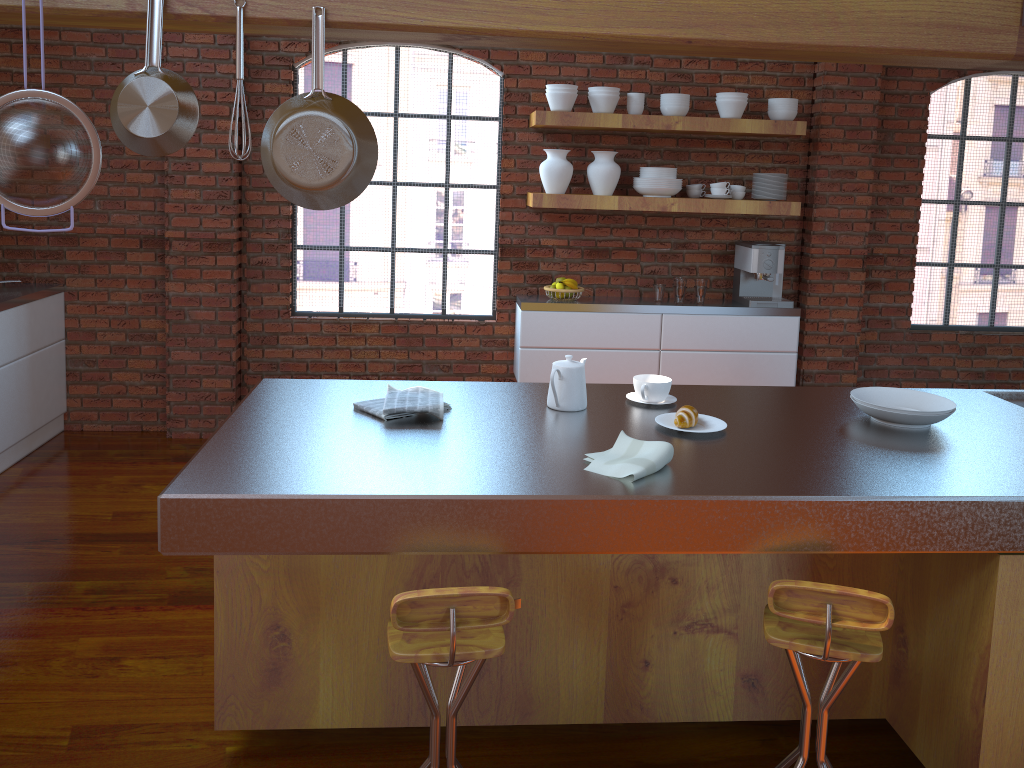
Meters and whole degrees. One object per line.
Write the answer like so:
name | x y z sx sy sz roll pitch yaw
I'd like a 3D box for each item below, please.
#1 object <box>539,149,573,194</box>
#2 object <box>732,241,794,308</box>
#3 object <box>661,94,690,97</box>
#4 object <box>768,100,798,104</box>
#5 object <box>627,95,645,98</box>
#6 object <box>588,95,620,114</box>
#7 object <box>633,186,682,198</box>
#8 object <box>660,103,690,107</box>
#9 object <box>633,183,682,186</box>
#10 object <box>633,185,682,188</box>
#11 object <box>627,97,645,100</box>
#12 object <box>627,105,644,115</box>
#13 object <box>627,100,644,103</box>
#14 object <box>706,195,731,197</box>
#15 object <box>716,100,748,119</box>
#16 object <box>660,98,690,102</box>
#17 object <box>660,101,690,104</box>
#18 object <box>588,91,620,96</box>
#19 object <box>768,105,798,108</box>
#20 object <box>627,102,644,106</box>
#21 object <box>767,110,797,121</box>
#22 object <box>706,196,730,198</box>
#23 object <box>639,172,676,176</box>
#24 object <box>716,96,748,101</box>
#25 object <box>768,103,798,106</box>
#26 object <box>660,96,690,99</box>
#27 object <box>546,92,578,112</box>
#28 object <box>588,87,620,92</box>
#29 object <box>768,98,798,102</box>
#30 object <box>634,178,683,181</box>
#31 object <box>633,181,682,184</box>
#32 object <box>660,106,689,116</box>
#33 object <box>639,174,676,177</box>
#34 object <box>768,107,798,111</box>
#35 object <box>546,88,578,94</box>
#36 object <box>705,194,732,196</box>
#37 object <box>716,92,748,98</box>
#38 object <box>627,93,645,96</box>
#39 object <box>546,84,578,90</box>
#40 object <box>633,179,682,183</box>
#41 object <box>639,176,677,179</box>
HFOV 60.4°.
object | 0.252 -1.211 5.026 0.194 0.246 0.194 8 11 34
object | 1.495 -0.652 5.188 0.270 0.364 0.386 1 10 -5
object | 0.931 -1.620 5.026 0.165 0.060 0.169 0 13 -10
object | 1.559 -1.594 5.067 0.167 0.060 0.167 10 15 33
object | 0.706 -1.614 5.025 0.099 0.060 0.100 10 14 34
object | 0.516 -1.571 4.966 0.182 0.102 0.182 9 14 30
object | 0.837 -1.106 5.074 0.282 0.054 0.287 -3 14 -21
object | 0.929 -1.569 5.032 0.165 0.060 0.169 0 13 -10
object | 0.838 -1.128 5.071 0.282 0.054 0.287 -3 14 -21
object | 0.837 -1.116 5.073 0.282 0.054 0.287 -3 14 -21
object | 0.706 -1.602 5.027 0.099 0.060 0.100 10 14 34
object | 0.704 -1.559 5.031 0.099 0.060 0.100 10 14 34
object | 0.705 -1.589 5.028 0.099 0.060 0.100 10 14 34
object | 1.189 -1.080 5.071 0.155 0.012 0.156 -11 18 -43
object | 1.252 -1.560 5.027 0.181 0.102 0.184 -6 14 -34
object | 0.930 -1.595 5.029 0.165 0.060 0.169 0 13 -10
object | 0.930 -1.582 5.030 0.165 0.060 0.169 0 13 -10
object | 0.517 -1.592 4.963 0.182 0.102 0.182 9 14 30
object | 1.558 -1.569 5.070 0.167 0.060 0.167 10 15 33
object | 0.705 -1.576 5.030 0.099 0.060 0.100 10 14 34
object | 1.557 -1.540 5.074 0.167 0.060 0.167 10 15 33
object | 1.188 -1.075 5.072 0.155 0.012 0.156 -11 18 -43
object | 0.840 -1.187 5.065 0.213 0.054 0.218 -1 13 -13
object | 1.252 -1.581 5.025 0.181 0.102 0.184 -6 14 -34
object | 1.559 -1.583 5.069 0.167 0.060 0.167 10 15 33
object | 0.931 -1.607 5.028 0.165 0.060 0.169 0 13 -10
object | 0.275 -1.566 4.909 0.182 0.102 0.182 9 14 30
object | 0.517 -1.614 4.961 0.182 0.102 0.182 9 14 30
object | 1.560 -1.607 5.066 0.167 0.060 0.167 10 15 33
object | 0.839 -1.157 5.068 0.282 0.054 0.287 -3 14 -21
object | 0.838 -1.138 5.070 0.282 0.054 0.287 -3 14 -21
object | 0.929 -1.553 5.034 0.165 0.060 0.169 0 13 -10
object | 0.840 -1.176 5.066 0.213 0.054 0.218 -1 13 -13
object | 1.558 -1.556 5.072 0.167 0.060 0.167 10 15 33
object | 0.276 -1.587 4.907 0.182 0.102 0.182 9 14 30
object | 1.189 -1.084 5.071 0.155 0.012 0.156 -11 18 -43
object | 1.253 -1.603 5.022 0.181 0.102 0.184 -6 14 -34
object | 0.707 -1.627 5.024 0.099 0.060 0.100 10 14 34
object | 0.276 -1.609 4.904 0.182 0.102 0.182 9 14 30
object | 0.838 -1.147 5.069 0.282 0.054 0.287 -3 14 -21
object | 0.839 -1.165 5.067 0.213 0.054 0.218 -1 13 -13
